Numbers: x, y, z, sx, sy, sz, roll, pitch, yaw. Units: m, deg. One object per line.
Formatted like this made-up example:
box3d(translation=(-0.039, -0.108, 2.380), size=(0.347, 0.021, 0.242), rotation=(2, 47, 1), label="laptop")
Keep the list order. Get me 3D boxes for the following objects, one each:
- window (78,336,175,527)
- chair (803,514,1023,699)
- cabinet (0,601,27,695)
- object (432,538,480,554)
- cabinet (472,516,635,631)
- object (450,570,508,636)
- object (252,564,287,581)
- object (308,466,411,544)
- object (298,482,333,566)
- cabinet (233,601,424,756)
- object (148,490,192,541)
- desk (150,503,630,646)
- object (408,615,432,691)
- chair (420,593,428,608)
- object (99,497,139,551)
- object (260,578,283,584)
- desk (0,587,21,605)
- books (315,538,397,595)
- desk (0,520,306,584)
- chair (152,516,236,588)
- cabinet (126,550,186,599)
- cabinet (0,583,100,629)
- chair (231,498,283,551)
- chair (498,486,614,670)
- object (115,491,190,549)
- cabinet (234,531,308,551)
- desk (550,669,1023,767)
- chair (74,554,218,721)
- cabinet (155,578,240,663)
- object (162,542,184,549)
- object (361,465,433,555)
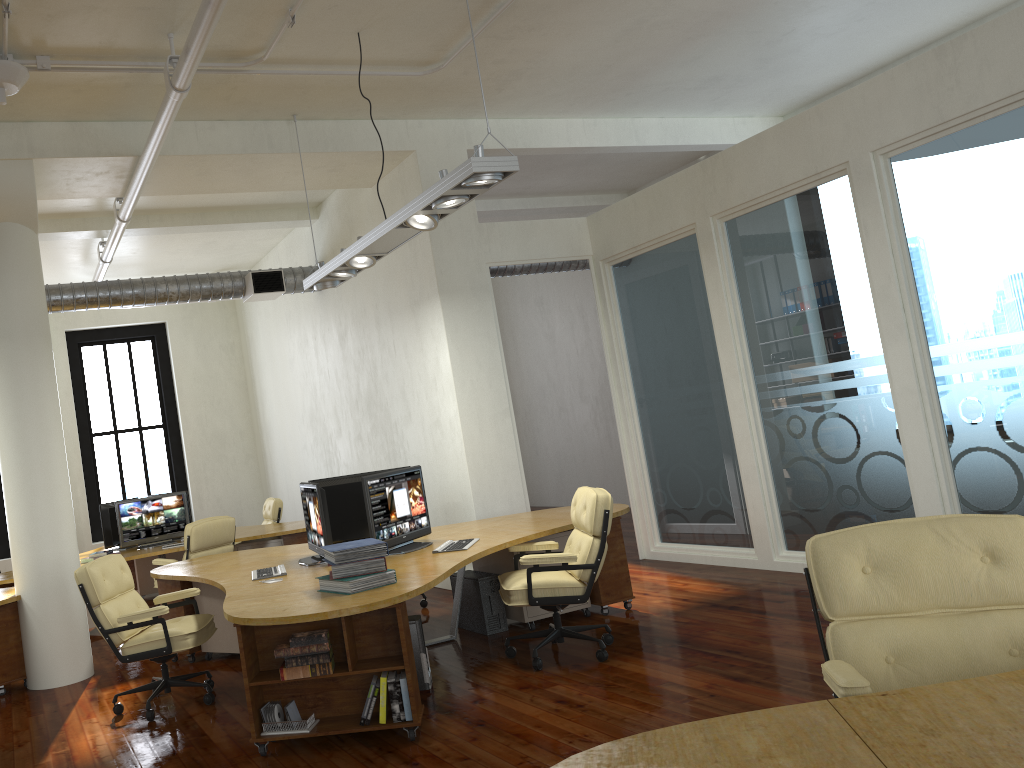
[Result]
box3d(translation=(5.300, -0.577, 0.274), size=(65.506, 14.107, 51.497), rotation=(-6, -4, -43), label="window")
box3d(translation=(1.264, 0.908, 2.410), size=(0.754, 1.023, 0.740), rotation=(-10, -4, 13), label="chair")
box3d(translation=(-4.458, 2.146, 7.075), size=(0.972, 0.710, 0.802), rotation=(-12, -4, 41), label="cabinet")
box3d(translation=(-0.369, 1.073, 5.912), size=(0.240, 0.016, 0.452), rotation=(-9, -3, 10), label="object")
box3d(translation=(0.255, 1.418, 6.821), size=(0.825, 0.710, 0.950), rotation=(-7, -4, -27), label="cabinet")
box3d(translation=(-0.261, 1.642, 6.700), size=(0.167, 0.412, 0.516), rotation=(-7, -4, -30), label="object")
box3d(translation=(-1.644, 1.271, 5.990), size=(0.221, 0.016, 0.492), rotation=(-8, -3, -15), label="object")
box3d(translation=(-1.118, 0.951, 6.715), size=(0.842, 0.553, 0.278), rotation=(-10, -4, 12), label="object")
box3d(translation=(-1.406, 0.976, 6.291), size=(0.276, 0.553, 0.848), rotation=(-8, -3, -21), label="object")
box3d(translation=(-0.956, 1.517, 4.918), size=(0.905, 0.710, 0.870), rotation=(-9, -3, 3), label="cabinet")
box3d(translation=(-4.048, 1.566, 10.514), size=(0.887, 0.553, 0.263), rotation=(-11, -4, 39), label="object")
box3d(translation=(-1.329, 1.629, 6.572), size=(3.836, 0.735, 3.522), rotation=(-10, -3, 34), label="desk")
box3d(translation=(-0.760, 1.661, 5.424), size=(0.492, 0.412, 0.175), rotation=(-9, -4, 7), label="object")
box3d(translation=(-1.175, 1.527, 7.943), size=(0.784, 1.023, 0.707), rotation=(-12, -4, 33), label="chair")
box3d(translation=(-4.544, 1.634, 10.333), size=(0.305, 0.553, 0.769), rotation=(-10, -3, 9), label="object")
box3d(translation=(-1.509, 1.232, 5.555), size=(0.100, 0.015, 0.147), rotation=(-7, -3, -39), label="object")
box3d(translation=(-5.711, 2.280, 6.223), size=(3.674, 0.735, 3.702), rotation=(-9, -3, 11), label="desk")
box3d(translation=(-0.870, 0.996, 4.854), size=(0.397, 0.227, 0.479), rotation=(-8, -3, -16), label="books")
box3d(translation=(-4.126, 2.233, 10.556), size=(3.664, 0.735, 3.707), rotation=(-8, -3, -21), label="desk")
box3d(translation=(-3.191, 1.879, 8.959), size=(0.853, 1.023, 0.650), rotation=(-11, -4, 33), label="chair")
box3d(translation=(-4.579, 2.365, 11.560), size=(0.832, 0.710, 0.943), rotation=(-8, -3, -22), label="cabinet")
box3d(translation=(-4.753, 2.285, 9.167), size=(0.972, 0.710, 0.803), rotation=(-11, -4, 38), label="cabinet")
box3d(translation=(-3.252, 1.988, 11.207), size=(0.734, 1.023, 0.760), rotation=(-8, -4, -22), label="chair")
box3d(translation=(0.275, 1.203, 5.645), size=(0.784, 1.023, 0.714), rotation=(-9, -4, -2), label="chair")
box3d(translation=(-4.007, 1.534, 9.929), size=(0.743, 0.553, 0.315), rotation=(-7, -4, -29), label="object")
box3d(translation=(-2.508, 1.972, 9.818), size=(0.923, 0.710, 0.852), rotation=(-9, -3, 8), label="cabinet")
box3d(translation=(2.418, 0.826, 1.351), size=(4.269, 0.735, 3.162), rotation=(-11, -3, 40), label="desk")
box3d(translation=(-2.382, 1.618, 5.887), size=(0.797, 1.023, 0.701), rotation=(-9, -4, 4), label="chair")
box3d(translation=(-2.242, 1.817, 7.241), size=(0.973, 0.710, 0.803), rotation=(-11, -4, 33), label="cabinet")
box3d(translation=(-3.503, 1.709, 9.480), size=(0.456, 0.016, 0.239), rotation=(-8, -3, -14), label="object")
box3d(translation=(-0.785, 0.876, 6.173), size=(0.316, 0.553, 0.739), rotation=(-11, -4, 26), label="object")
